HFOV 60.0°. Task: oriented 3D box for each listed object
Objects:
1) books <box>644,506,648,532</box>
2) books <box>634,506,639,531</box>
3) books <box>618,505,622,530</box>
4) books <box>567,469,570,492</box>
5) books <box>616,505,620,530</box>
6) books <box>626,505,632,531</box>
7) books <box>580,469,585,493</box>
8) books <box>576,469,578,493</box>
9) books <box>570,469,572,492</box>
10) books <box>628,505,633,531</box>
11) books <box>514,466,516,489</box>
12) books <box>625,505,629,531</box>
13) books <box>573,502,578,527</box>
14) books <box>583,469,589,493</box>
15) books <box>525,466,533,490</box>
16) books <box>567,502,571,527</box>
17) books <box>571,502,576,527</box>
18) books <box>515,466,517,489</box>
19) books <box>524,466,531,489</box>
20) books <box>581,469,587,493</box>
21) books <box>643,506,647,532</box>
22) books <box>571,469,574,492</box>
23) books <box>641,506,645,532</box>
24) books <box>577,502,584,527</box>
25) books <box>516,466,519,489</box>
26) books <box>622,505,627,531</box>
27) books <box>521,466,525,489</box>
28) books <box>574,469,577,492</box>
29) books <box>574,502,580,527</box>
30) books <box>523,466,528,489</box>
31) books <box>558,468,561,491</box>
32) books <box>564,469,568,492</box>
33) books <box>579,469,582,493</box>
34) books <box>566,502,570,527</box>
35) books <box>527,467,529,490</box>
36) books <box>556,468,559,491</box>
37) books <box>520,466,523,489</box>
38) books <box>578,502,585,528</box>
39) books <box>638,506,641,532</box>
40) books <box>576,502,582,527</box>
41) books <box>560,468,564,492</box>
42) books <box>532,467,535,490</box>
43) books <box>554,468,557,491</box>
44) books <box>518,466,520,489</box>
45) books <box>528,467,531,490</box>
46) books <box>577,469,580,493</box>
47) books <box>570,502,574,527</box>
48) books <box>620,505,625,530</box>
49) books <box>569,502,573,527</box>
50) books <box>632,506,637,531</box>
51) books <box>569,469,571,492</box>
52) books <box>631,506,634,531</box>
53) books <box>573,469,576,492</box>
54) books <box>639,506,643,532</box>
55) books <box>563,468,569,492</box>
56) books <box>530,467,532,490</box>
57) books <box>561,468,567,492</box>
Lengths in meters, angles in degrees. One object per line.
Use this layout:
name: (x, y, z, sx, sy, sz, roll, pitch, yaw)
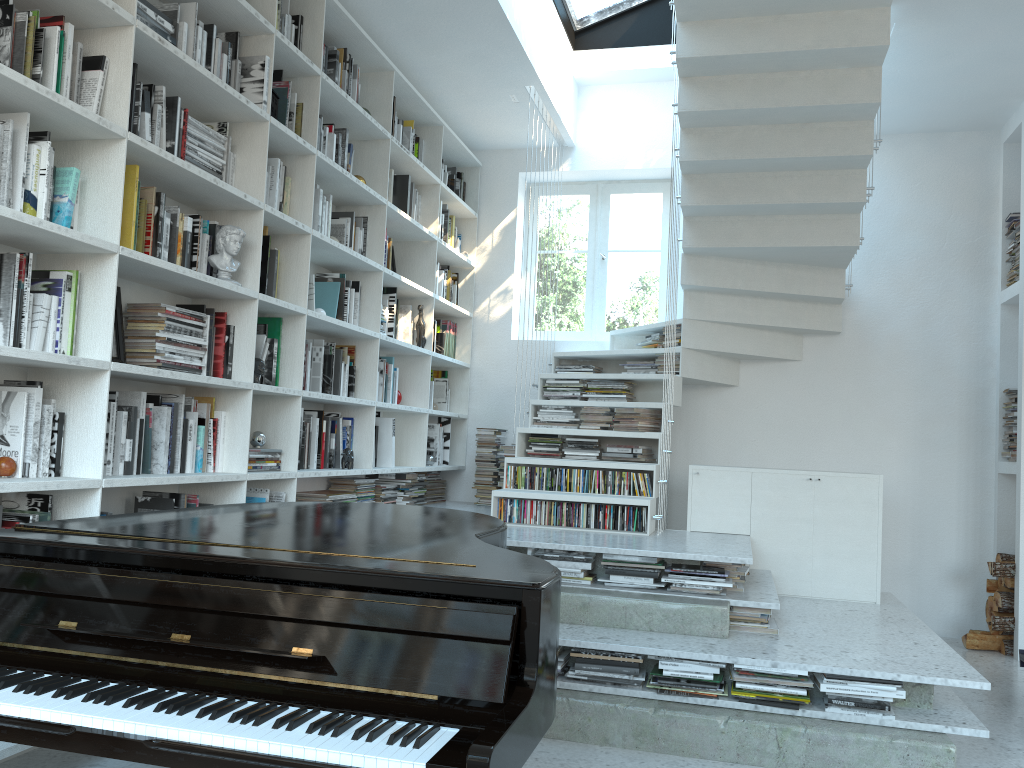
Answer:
books: (0.702, 0.705, 4.621, 0.018, 0.125, 0.125, 2, -4, 15)
books: (0.653, 0.703, 4.634, 0.016, 0.125, 0.125, 2, -4, 15)
books: (0.571, 0.700, 4.655, 0.007, 0.125, 0.125, 2, -4, 15)
books: (0.321, 0.530, 4.884, 0.010, 0.125, 0.125, 2, -4, 15)
books: (0.561, 0.700, 4.658, 0.009, 0.125, 0.125, 2, -4, 15)
books: (0.613, 0.702, 4.644, 0.013, 0.125, 0.125, 2, -4, 15)
books: (0.390, 0.532, 4.867, 0.008, 0.125, 0.125, 2, -4, 15)
books: (0.369, 0.531, 4.872, 0.008, 0.125, 0.125, 2, -4, 15)
books: (0.337, 0.530, 4.880, 0.007, 0.125, 0.125, 2, -4, 15)
books: (0.623, 0.702, 4.642, 0.009, 0.125, 0.125, 2, -4, 15)
books: (0.030, 0.521, 4.960, 0.009, 0.125, 0.125, 2, -4, 15)
books: (0.602, 0.701, 4.647, 0.010, 0.125, 0.125, 2, -4, 15)
books: (0.341, 0.694, 4.715, 0.007, 0.125, 0.125, 2, -4, 15)
books: (0.405, 0.532, 4.863, 0.008, 0.125, 0.125, 2, -4, 15)
books: (0.095, 0.523, 4.943, 0.007, 0.125, 0.125, 2, -4, 15)
books: (0.312, 0.693, 4.722, 0.008, 0.125, 0.125, 2, -4, 15)
books: (0.333, 0.693, 4.717, 0.008, 0.125, 0.125, 2, -4, 15)
books: (0.038, 0.521, 4.958, 0.007, 0.125, 0.125, 2, -4, 15)
books: (0.088, 0.523, 4.945, 0.007, 0.125, 0.125, 2, -4, 15)
books: (0.397, 0.532, 4.865, 0.007, 0.125, 0.125, 2, -4, 15)
books: (0.693, 0.704, 4.624, 0.012, 0.125, 0.125, 2, -4, 15)
books: (0.344, 0.530, 4.878, 0.007, 0.125, 0.125, 2, -4, 15)
books: (0.683, 0.704, 4.626, 0.007, 0.125, 0.125, 2, -4, 15)
books: (0.363, 0.694, 4.709, 0.010, 0.125, 0.125, 2, -4, 15)
books: (0.045, 0.522, 4.956, 0.008, 0.125, 0.125, 2, -4, 15)
books: (0.591, 0.701, 4.650, 0.014, 0.125, 0.125, 2, -4, 15)
books: (0.073, 0.522, 4.948, 0.008, 0.125, 0.125, 2, -4, 15)
books: (0.361, 0.531, 4.874, 0.008, 0.125, 0.125, 2, -4, 15)
books: (0.348, 0.694, 4.713, 0.008, 0.125, 0.125, 2, -4, 15)
books: (0.081, 0.523, 4.946, 0.007, 0.125, 0.125, 2, -4, 15)
books: (0.273, 0.528, 4.897, 0.010, 0.125, 0.125, 2, -4, 15)
books: (0.310, 0.529, 4.887, 0.014, 0.125, 0.125, 2, -4, 15)
books: (0.383, 0.532, 4.868, 0.008, 0.125, 0.125, 2, -4, 15)
books: (0.304, 0.692, 4.724, 0.008, 0.125, 0.125, 2, -4, 15)
books: (0.103, 0.523, 4.941, 0.008, 0.125, 0.125, 2, -4, 15)
books: (0.262, 0.528, 4.900, 0.012, 0.125, 0.125, 2, -4, 15)
books: (0.062, 0.522, 4.951, 0.012, 0.125, 0.125, 2, -4, 15)
books: (0.370, 0.694, 4.707, 0.010, 0.125, 0.125, 2, -4, 15)
books: (0.667, 0.703, 4.630, 0.013, 0.125, 0.125, 2, -4, 15)
books: (0.356, 0.694, 4.711, 0.008, 0.125, 0.125, 2, -4, 15)
books: (0.280, 0.529, 4.895, 0.009, 0.125, 0.125, 2, -4, 15)
books: (0.130, 0.524, 4.934, 0.010, 0.125, 0.125, 2, -4, 15)
books: (0.252, 0.528, 4.902, 0.008, 0.125, 0.125, 2, -4, 15)
books: (0.054, 0.522, 4.953, 0.010, 0.125, 0.125, 2, -4, 15)
books: (0.111, 0.523, 4.939, 0.008, 0.125, 0.125, 2, -4, 15)
books: (0.376, 0.531, 4.870, 0.008, 0.125, 0.125, 2, -4, 15)
books: (0.326, 0.693, 4.719, 0.008, 0.125, 0.125, 2, -4, 15)
books: (0.580, 0.701, 4.653, 0.010, 0.125, 0.125, 2, -4, 15)
books: (0.319, 0.693, 4.720, 0.008, 0.125, 0.125, 2, -4, 15)
books: (0.642, 0.702, 4.637, 0.009, 0.125, 0.125, 2, -4, 15)
books: (0.329, 0.530, 4.882, 0.007, 0.125, 0.125, 2, -4, 15)
books: (0.632, 0.702, 4.639, 0.011, 0.125, 0.125, 2, -4, 15)
books: (0.352, 0.531, 4.876, 0.010, 0.125, 0.125, 2, -4, 15)
books: (0.675, 0.703, 4.628, 0.009, 0.125, 0.125, 2, -4, 15)
books: (0.299, 0.529, 4.890, 0.010, 0.125, 0.125, 2, -4, 15)
books: (0.120, 0.524, 4.936, 0.010, 0.125, 0.125, 2, -4, 15)
books: (0.290, 0.529, 4.892, 0.007, 0.125, 0.125, 2, -4, 15)
